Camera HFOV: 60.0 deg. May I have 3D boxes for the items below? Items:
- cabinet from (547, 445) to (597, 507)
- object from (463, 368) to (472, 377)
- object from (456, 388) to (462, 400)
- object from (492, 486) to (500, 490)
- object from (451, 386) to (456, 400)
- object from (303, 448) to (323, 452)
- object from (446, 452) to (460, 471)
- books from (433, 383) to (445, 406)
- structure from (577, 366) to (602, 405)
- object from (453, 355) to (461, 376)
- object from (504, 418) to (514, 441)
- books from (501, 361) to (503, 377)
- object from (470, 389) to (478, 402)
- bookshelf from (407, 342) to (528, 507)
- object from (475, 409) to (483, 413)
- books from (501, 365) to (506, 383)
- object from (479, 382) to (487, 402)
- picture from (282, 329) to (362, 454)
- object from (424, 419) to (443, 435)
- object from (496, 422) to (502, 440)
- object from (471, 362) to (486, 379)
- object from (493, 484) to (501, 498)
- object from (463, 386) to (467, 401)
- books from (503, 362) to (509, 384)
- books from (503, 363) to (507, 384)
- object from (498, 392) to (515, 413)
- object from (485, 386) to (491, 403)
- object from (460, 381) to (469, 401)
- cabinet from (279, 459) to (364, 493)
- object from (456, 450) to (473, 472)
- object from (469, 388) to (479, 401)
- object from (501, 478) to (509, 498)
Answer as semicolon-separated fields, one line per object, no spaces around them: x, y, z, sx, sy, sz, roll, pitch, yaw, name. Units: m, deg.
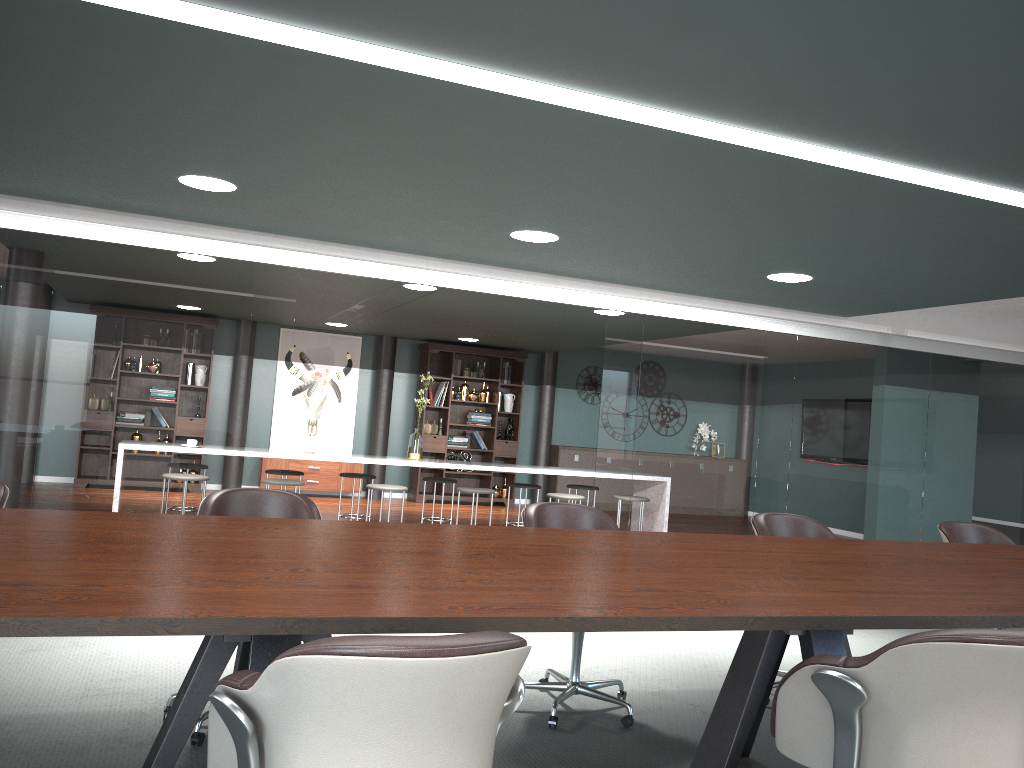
-2.446;0.942;10.744;12.287;0.820;0.402;6;-3;-21;cabinet
-0.575;-0.147;11.352;0.096;0.126;0.106;3;-3;30;object
-0.675;0.125;11.244;0.079;0.161;0.080;4;-3;5;object
-0.213;1.382;11.507;0.099;0.169;0.099;2;-3;43;object
-0.760;0.115;11.312;0.105;0.172;0.105;6;-3;-25;object
-2.428;0.845;10.792;0.245;0.112;0.261;5;-3;-13;object
-0.758;0.984;11.211;0.224;0.238;0.159;6;-3;-21;object
-0.940;0.135;11.227;0.115;0.296;0.210;6;-3;-21;books
1.717;0.234;12.538;1.791;1.178;0.017;6;-3;-21;structure
-0.706;-0.232;11.333;0.104;0.273;0.104;4;-3;15;object
-0.047;0.587;11.540;0.116;0.286;0.215;6;-3;-25;object
-0.175;-0.148;11.519;0.027;0.286;0.184;6;-3;-21;books
-0.488;0.143;11.419;0.099;0.169;0.099;2;-3;43;object
-0.575;0.534;11.378;1.339;1.984;0.482;6;-3;-21;bookshelf
-0.434;0.346;11.417;0.104;0.052;0.100;5;-3;-17;object
-0.143;-0.125;11.529;0.042;0.248;0.194;6;-3;-21;books
-0.368;0.107;11.385;0.108;0.256;0.108;4;-3;13;object
-2.419;0.114;10.973;1.002;1.512;0.031;6;-3;-21;picture
-1.011;0.527;11.187;0.250;0.221;0.186;6;-3;-22;object
-0.154;0.607;11.483;0.077;0.228;0.077;7;-3;-38;object
-0.444;-0.181;11.414;0.196;0.221;0.184;6;-3;-21;object
-0.207;1.373;11.378;0.144;0.175;0.073;5;-3;-19;object
-0.599;0.116;11.242;0.040;0.191;0.040;5;-3;-11;object
-0.092;-0.140;11.550;0.027;0.286;0.184;6;-3;-21;books
-0.114;-0.133;11.541;0.016;0.268;0.205;6;-3;-21;books
-0.088;0.238;11.578;0.268;0.262;0.137;4;-3;19;object
-0.324;0.133;11.502;0.092;0.222;0.092;4;-3;13;object
-0.606;0.090;11.352;0.114;0.251;0.114;4;-3;5;object
-2.436;1.090;10.767;1.200;0.379;0.368;6;-3;-21;cabinet
-0.594;0.991;11.398;0.233;0.268;0.051;6;-3;-21;object
-0.482;0.134;11.291;0.144;0.175;0.073;5;-3;-19;object
-0.093;1.346;11.473;0.108;0.256;0.108;4;-3;13;object
